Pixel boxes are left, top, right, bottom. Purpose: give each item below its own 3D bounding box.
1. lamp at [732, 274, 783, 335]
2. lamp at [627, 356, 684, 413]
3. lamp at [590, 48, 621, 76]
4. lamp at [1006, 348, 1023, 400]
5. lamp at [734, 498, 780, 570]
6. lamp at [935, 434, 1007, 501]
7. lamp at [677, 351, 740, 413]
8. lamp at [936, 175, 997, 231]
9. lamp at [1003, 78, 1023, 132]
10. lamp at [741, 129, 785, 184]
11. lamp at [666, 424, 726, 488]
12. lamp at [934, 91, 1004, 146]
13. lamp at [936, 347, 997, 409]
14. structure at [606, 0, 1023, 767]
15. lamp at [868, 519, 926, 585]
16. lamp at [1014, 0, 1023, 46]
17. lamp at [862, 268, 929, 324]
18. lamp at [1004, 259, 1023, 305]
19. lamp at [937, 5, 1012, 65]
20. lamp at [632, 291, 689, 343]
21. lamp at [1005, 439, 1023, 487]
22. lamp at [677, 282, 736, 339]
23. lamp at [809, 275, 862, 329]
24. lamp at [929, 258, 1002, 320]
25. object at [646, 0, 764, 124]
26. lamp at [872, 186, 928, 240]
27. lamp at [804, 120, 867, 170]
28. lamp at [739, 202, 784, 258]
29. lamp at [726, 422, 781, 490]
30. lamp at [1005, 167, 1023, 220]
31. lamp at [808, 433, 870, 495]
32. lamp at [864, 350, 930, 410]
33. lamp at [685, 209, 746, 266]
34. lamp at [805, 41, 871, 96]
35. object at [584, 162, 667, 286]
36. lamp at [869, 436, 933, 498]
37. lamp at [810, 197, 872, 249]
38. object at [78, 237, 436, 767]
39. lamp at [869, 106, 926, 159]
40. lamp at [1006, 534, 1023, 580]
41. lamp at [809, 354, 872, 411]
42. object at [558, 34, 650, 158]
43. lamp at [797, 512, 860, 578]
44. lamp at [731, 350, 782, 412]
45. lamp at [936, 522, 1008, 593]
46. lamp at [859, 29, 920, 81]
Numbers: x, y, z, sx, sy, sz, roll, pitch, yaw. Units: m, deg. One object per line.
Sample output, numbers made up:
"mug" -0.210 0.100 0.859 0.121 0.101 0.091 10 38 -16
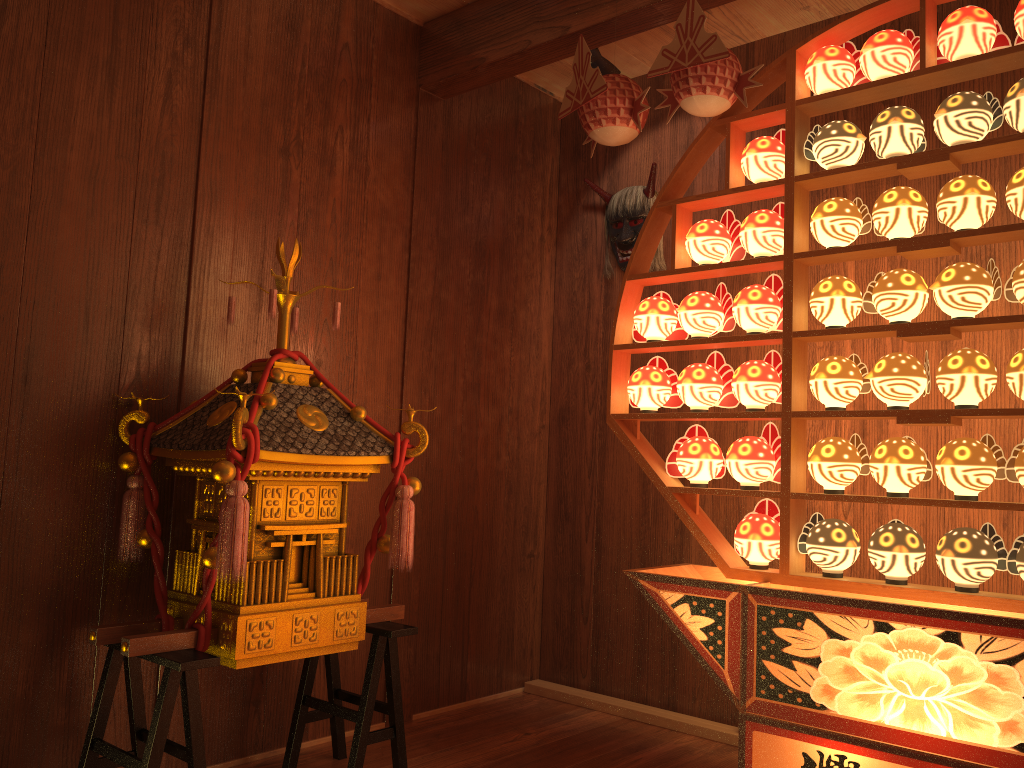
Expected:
"lamp" 0.705 -0.235 2.570 0.162 0.200 0.194 6 -7 -34
"lamp" 0.430 -0.002 2.776 0.184 0.195 0.161 0 -6 26
"lamp" 0.311 -1.122 3.126 0.132 0.176 0.180 0 -6 27
"lamp" 1.237 -0.026 2.084 0.162 0.173 0.135 6 -7 -34
"lamp" 0.695 0.422 2.494 0.189 0.197 0.162 -1 -6 31
"lamp" 1.107 0.202 2.169 0.160 0.167 0.136 4 -6 -19
"lamp" 0.561 -0.010 2.663 0.162 0.200 0.193 7 -7 -39
"lamp" 1.143 -0.457 2.224 0.136 0.167 0.160 0 -6 21
"lamp" 1.266 -0.684 2.147 0.162 0.173 0.135 6 -7 -34
"lamp" 0.738 -0.674 2.600 0.162 0.200 0.194 6 -7 -34
"lamp" 0.562 0.213 2.641 0.186 0.194 0.157 2 -5 1
"lamp" 1.144 -0.675 2.259 0.159 0.167 0.137 3 -5 -9
"lamp" 1.122 -0.018 2.183 0.135 0.167 0.161 0 -6 26
"structure" 1.055 0.056 2.234 1.894 2.196 0.507 -2 -7 41
"lamp" 0.978 0.427 2.248 0.136 0.161 0.160 0 -6 21
"lamp" 1.296 -0.911 2.150 0.162 0.188 0.183 8 -8 -44
"lamp" 1.019 -0.229 2.306 0.142 0.161 0.153 4 -6 -19
"lamp" 1.265 -0.246 2.094 0.138 0.173 0.159 1 -6 11
"lamp" 1.164 -0.911 2.264 0.194 0.200 0.162 -1 -6 31
"lamp" 0.451 -0.217 2.787 0.185 0.187 0.160 0 -6 21
"lamp" 1.246 0.193 2.049 0.139 0.173 0.158 2 -5 6
"lamp" 0.567 -0.224 2.691 0.160 0.191 0.177 4 -6 -19
"lamp" 0.883 -0.227 2.412 0.136 0.167 0.160 0 -6 21
"lamp" 1.125 -0.236 2.224 0.156 0.167 0.140 2 -5 6
"object" 0.544 -0.892 2.470 0.336 0.306 0.222 -2 -7 41
"lamp" 1.021 -0.448 2.327 0.136 0.161 0.160 0 -6 21
"lamp" 0.916 -0.664 2.462 0.144 0.167 0.152 6 -7 -34
"lamp" 0.728 -0.452 2.579 0.162 0.195 0.183 6 -7 -34
"lamp" 0.677 0.204 2.534 0.161 0.200 0.195 5 -6 -24
"lamp" 1.259 -0.465 2.123 0.162 0.173 0.135 7 -7 -44
"lamp" 0.861 0.212 2.380 0.160 0.167 0.136 4 -6 -19
"lamp" 0.996 -0.009 2.300 0.154 0.161 0.142 1 -6 16
"lamp" 0.592 -0.449 2.699 0.161 0.200 0.195 5 -6 -24
"lamp" 0.894 -0.900 2.496 0.162 0.200 0.193 7 -7 -39
"object" 0.461 -0.622 3.549 0.351 0.454 0.142 -2 -7 41
"lamp" 0.986 0.209 2.267 0.134 0.161 0.162 -2 -7 41
"lamp" 0.889 -0.445 2.444 0.160 0.167 0.136 4 -6 -19
"object" -0.654 0.350 2.389 0.587 1.515 0.836 -2 -7 41
"lamp" 1.022 -0.667 2.354 0.135 0.161 0.162 -1 -6 31
"lamp" 1.239 0.411 2.030 0.139 0.173 0.158 2 -5 6
"lamp" 0.872 -0.007 2.397 0.161 0.167 0.135 5 -6 -29
"object" 0.301 -0.873 2.668 0.244 0.311 0.356 5 -6 -23
"lamp" 0.860 0.430 2.354 0.142 0.167 0.153 4 -6 -18
"lamp" 0.697 -0.012 2.547 0.162 0.192 0.176 6 -7 -34
"lamp" 1.098 0.420 2.148 0.160 0.167 0.136 4 -6 -19
"lamp" 1.008 -0.894 2.402 0.160 0.179 0.166 4 -6 -18
